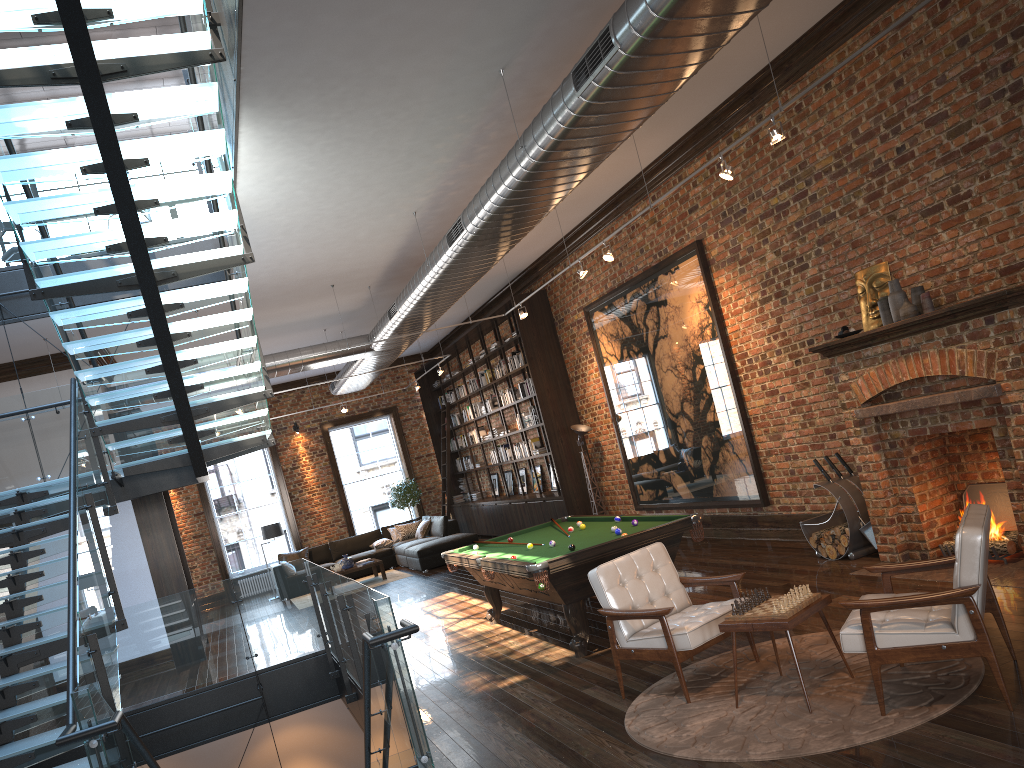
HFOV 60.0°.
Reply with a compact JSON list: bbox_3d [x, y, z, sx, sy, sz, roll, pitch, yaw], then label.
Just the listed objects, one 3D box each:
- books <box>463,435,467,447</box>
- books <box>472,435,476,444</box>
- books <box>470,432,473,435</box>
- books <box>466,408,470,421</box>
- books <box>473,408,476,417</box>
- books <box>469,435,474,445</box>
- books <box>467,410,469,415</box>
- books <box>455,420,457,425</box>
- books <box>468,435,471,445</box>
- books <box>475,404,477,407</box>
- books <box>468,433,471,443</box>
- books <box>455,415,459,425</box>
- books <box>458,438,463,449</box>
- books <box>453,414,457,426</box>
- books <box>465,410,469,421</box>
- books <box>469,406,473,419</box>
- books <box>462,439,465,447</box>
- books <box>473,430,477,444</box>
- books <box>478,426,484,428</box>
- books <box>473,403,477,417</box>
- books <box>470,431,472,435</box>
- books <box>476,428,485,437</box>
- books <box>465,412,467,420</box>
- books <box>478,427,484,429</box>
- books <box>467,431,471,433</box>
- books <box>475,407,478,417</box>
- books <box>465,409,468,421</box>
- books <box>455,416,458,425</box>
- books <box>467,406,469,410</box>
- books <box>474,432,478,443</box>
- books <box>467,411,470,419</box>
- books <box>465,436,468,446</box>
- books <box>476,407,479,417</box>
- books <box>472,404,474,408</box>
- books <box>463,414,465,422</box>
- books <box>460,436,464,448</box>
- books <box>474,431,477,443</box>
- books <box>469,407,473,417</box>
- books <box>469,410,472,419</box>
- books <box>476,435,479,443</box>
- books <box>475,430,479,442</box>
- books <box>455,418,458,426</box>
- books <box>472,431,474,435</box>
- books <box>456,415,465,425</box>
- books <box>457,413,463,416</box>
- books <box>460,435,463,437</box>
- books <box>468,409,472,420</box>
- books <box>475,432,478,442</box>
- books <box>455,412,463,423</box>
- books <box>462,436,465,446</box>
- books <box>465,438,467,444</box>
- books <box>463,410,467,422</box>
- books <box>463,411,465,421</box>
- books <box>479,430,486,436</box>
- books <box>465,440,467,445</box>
[{"bbox_3d":[-0.990,1.251,19.728,0.163,0.278,0.013,-15,1,-18],"label":"books"},{"bbox_3d":[-0.742,1.171,19.009,0.185,0.208,0.017,-14,1,-18],"label":"books"},{"bbox_3d":[-0.781,1.159,19.103,0.176,0.264,0.042,-14,1,-19],"label":"books"},{"bbox_3d":[-0.872,0.644,18.992,0.157,0.284,0.015,-15,1,-18],"label":"books"},{"bbox_3d":[-0.705,0.591,18.453,0.190,0.226,0.025,-14,1,-18],"label":"books"},{"bbox_3d":[-0.783,1.188,19.054,0.234,0.202,0.046,-14,0,-19],"label":"books"},{"bbox_3d":[-0.844,0.637,18.923,0.166,0.275,0.078,-14,0,-19],"label":"books"},{"bbox_3d":[-1.176,0.824,19.887,0.185,0.214,0.005,-14,1,-18],"label":"books"},{"bbox_3d":[-0.861,1.215,19.370,0.170,0.232,0.015,-14,1,-18],"label":"books"},{"bbox_3d":[-0.652,0.537,18.354,0.145,0.291,0.026,-15,1,-19],"label":"books"},{"bbox_3d":[-0.835,1.176,19.269,0.187,0.281,0.014,-14,1,-18],"label":"books"},{"bbox_3d":[-1.142,0.787,19.787,0.182,0.254,0.046,-14,0,-19],"label":"books"},{"bbox_3d":[-1.087,1.323,19.983,0.230,0.225,0.024,-14,0,-18],"label":"books"},{"bbox_3d":[-1.198,0.794,19.955,0.183,0.293,0.006,-14,1,-18],"label":"books"},{"bbox_3d":[-0.888,0.664,19.007,0.173,0.256,0.027,-14,1,-18],"label":"books"},{"bbox_3d":[-0.800,0.603,18.755,0.154,0.294,0.026,-15,1,-18],"label":"books"},{"bbox_3d":[-1.016,1.308,19.832,0.174,0.195,0.031,-14,0,-19],"label":"books"},{"bbox_3d":[-0.705,1.110,18.840,0.182,0.284,0.011,-14,1,-18],"label":"books"},{"bbox_3d":[-0.632,1.054,18.666,0.160,0.331,0.006,-15,1,-18],"label":"books"},{"bbox_3d":[-0.691,0.538,18.391,0.182,0.314,0.013,-15,1,-18],"label":"books"},{"bbox_3d":[-0.792,1.151,19.135,0.168,0.290,0.026,-15,1,-18],"label":"books"},{"bbox_3d":[-0.641,1.077,18.640,0.187,0.287,0.013,-14,1,-18],"label":"books"},{"bbox_3d":[-0.917,0.668,19.172,0.173,0.286,0.092,-14,0,-19],"label":"books"},{"bbox_3d":[-0.629,1.066,18.660,0.161,0.306,0.006,-15,1,-18],"label":"books"},{"bbox_3d":[-0.904,1.199,19.509,0.150,0.304,0.017,-15,1,-18],"label":"books"},{"bbox_3d":[-0.652,0.573,18.320,0.181,0.218,0.035,-14,0,-19],"label":"books"},{"bbox_3d":[-0.905,0.659,19.092,0.173,0.286,0.092,-14,0,-19],"label":"books"},{"bbox_3d":[-1.154,0.813,19.839,0.185,0.219,0.021,-14,1,-18],"label":"books"},{"bbox_3d":[-0.846,0.612,18.863,0.170,0.315,0.014,-15,1,-18],"label":"books"},{"bbox_3d":[-0.689,1.118,18.785,0.182,0.252,0.015,-14,1,-18],"label":"books"},{"bbox_3d":[-0.865,0.639,18.963,0.147,0.287,0.012,-15,1,-18],"label":"books"},{"bbox_3d":[-0.928,1.227,19.575,0.179,0.273,0.016,-14,1,-18],"label":"books"},{"bbox_3d":[-0.640,0.565,18.293,0.160,0.223,0.025,-14,1,-18],"label":"books"},{"bbox_3d":[-0.732,0.563,18.541,0.144,0.308,0.014,-15,1,-18],"label":"books"},{"bbox_3d":[-0.971,0.698,19.313,0.173,0.280,0.129,-14,0,-19],"label":"books"},{"bbox_3d":[-1.047,1.288,19.925,0.179,0.263,0.015,-14,1,-18],"label":"books"},{"bbox_3d":[-0.695,1.115,18.796,0.188,0.263,0.010,-14,1,-18],"label":"books"},{"bbox_3d":[-0.772,0.592,18.646,0.177,0.286,0.088,-14,0,-19],"label":"books"},{"bbox_3d":[-0.800,0.644,18.784,0.156,0.219,0.034,-14,1,-19],"label":"books"},{"bbox_3d":[-0.658,1.128,18.729,0.180,0.209,0.013,-14,1,-18],"label":"books"},{"bbox_3d":[-0.656,1.083,18.705,0.175,0.292,0.013,-14,1,-18],"label":"books"},{"bbox_3d":[-1.170,0.804,19.862,0.187,0.246,0.005,-14,1,-18],"label":"books"},{"bbox_3d":[-0.741,1.132,19.029,0.158,0.285,0.014,-15,1,-18],"label":"books"},{"bbox_3d":[-1.116,0.801,19.725,0.184,0.210,0.070,-14,0,-19],"label":"books"},{"bbox_3d":[-1.120,0.783,19.747,0.165,0.250,0.080,-14,0,-19],"label":"books"},{"bbox_3d":[-1.067,1.288,20.011,0.136,0.286,0.012,-15,1,-18],"label":"books"},{"bbox_3d":[-0.828,0.643,18.840,0.180,0.242,0.036,-14,1,-19],"label":"books"},{"bbox_3d":[-0.671,1.106,18.752,0.179,0.261,0.010,-14,1,-18],"label":"books"},{"bbox_3d":[-1.145,0.776,19.816,0.189,0.281,0.006,-14,1,-18],"label":"books"},{"bbox_3d":[-0.992,1.268,19.766,0.186,0.253,0.017,-14,1,-18],"label":"books"},{"bbox_3d":[-0.934,1.259,19.599,0.172,0.217,0.037,-14,0,-19],"label":"books"},{"bbox_3d":[-0.946,0.681,19.202,0.173,0.283,0.113,-14,0,-19],"label":"books"},{"bbox_3d":[-0.962,0.692,19.261,0.173,0.280,0.129,-14,0,-19],"label":"books"},{"bbox_3d":[-0.601,1.092,18.597,0.147,0.232,0.037,-14,1,-19],"label":"books"},{"bbox_3d":[-0.947,1.264,19.637,0.163,0.218,0.017,-14,1,-18],"label":"books"}]
